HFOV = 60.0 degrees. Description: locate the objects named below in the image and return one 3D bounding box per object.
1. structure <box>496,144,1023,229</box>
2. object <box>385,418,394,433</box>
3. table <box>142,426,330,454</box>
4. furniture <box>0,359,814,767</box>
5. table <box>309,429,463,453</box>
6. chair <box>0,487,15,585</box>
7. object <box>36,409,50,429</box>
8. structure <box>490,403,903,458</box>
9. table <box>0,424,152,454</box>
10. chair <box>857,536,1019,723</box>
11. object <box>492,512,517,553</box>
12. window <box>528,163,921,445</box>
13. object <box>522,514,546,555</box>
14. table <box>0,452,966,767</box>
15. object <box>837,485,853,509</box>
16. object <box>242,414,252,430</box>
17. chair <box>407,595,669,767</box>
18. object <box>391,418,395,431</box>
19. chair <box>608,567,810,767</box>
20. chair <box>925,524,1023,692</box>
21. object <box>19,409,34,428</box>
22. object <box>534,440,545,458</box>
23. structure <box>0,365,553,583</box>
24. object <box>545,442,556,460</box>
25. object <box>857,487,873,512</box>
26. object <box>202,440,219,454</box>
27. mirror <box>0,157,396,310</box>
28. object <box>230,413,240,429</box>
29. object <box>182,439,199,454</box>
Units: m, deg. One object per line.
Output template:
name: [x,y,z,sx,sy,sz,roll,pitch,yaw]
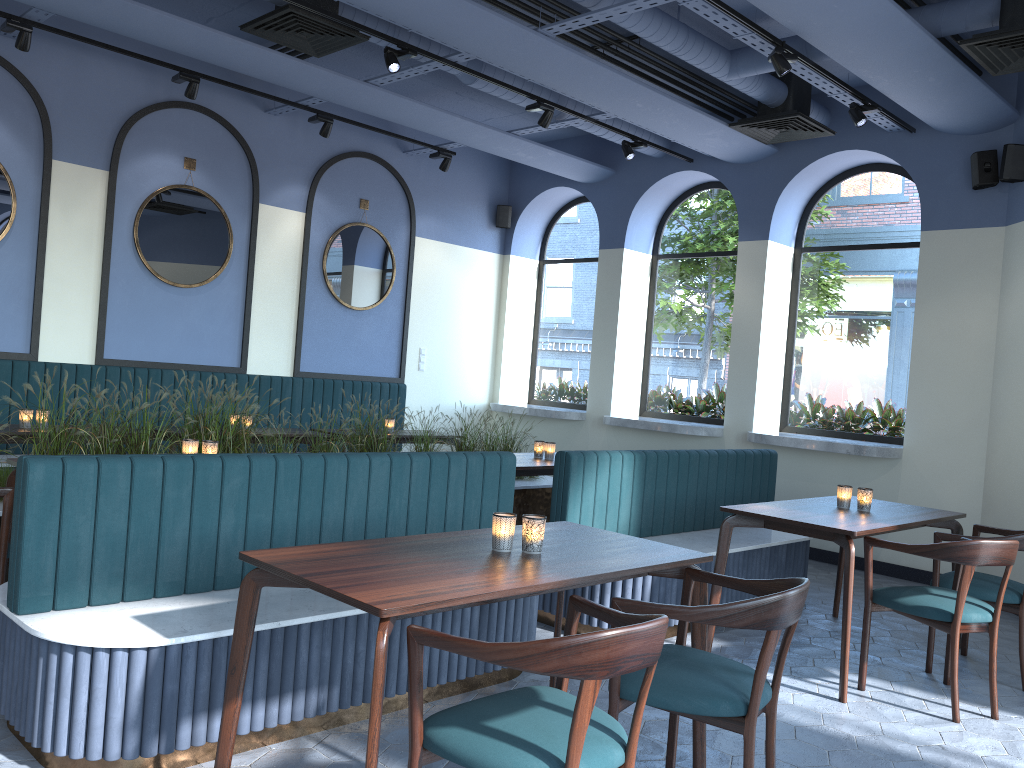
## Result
structure: [-1.886,-1.949,3.590,7.261,0.268,13.143,5,1,28]
object: [-1.047,0.356,7.558,0.078,0.120,0.078,5,1,28]
table: [-2.062,0.724,6.640,0.548,0.755,1.332,5,1,45]
furniture: [-1.208,0.601,5.837,4.703,1.150,4.800,5,1,45]
table: [-1.076,0.791,7.631,0.548,0.755,1.332,5,1,45]
chair: [-2.408,0.711,3.677,0.618,0.793,0.525,5,1,44]
object: [-3.002,0.222,5.667,0.078,0.120,0.078,4,1,-28]
structure: [1.205,0.433,3.149,4.315,0.080,14.155,5,1,6]
table: [-3.032,0.659,5.663,0.548,0.755,1.285,5,1,45]
chair: [1.962,1.050,4.016,0.618,0.793,0.525,4,1,-21]
object: [-0.028,0.485,2.898,0.078,0.120,0.078,5,1,28]
window: [1.521,-0.773,3.131,3.897,2.394,14.212,5,1,6]
object: [0.069,0.492,2.903,0.078,0.120,0.078,5,1,28]
table: [-1.148,0.841,2.358,3.997,0.755,9.778,5,1,29]
object: [1.788,0.607,4.773,0.078,0.120,0.078,4,1,-28]
object: [-1.987,0.292,6.648,0.078,0.120,0.078,5,1,28]
chair: [0.088,0.922,2.198,0.525,0.793,0.618,5,1,44]
object: [-1.053,0.354,7.656,0.078,0.120,0.078,5,1,28]
chair: [0.599,0.957,2.710,0.525,0.793,0.618,5,1,31]
chair: [2.446,1.083,4.502,0.525,0.793,0.618,5,1,44]
object: [-3.067,0.218,5.594,0.078,0.120,0.078,4,1,-28]
object: [0.194,0.466,6.323,0.078,0.120,0.078,4,1,-28]
structure: [-1.446,0.552,6.077,4.878,1.207,1.143,4,1,-44]
object: [0.267,0.472,6.258,0.078,0.120,0.078,4,1,-28]
object: [1.873,0.615,4.711,0.078,0.120,0.078,4,1,-28]
object: [-1.538,0.349,4.511,0.078,0.120,0.078,5,1,28]
mirror: [-2.712,-1.351,7.465,0.026,1.089,4.357,5,1,45]
object: [-2.085,0.284,6.643,0.078,0.120,0.078,5,1,28]
object: [-1.636,0.342,4.506,0.078,0.120,0.078,5,1,28]
